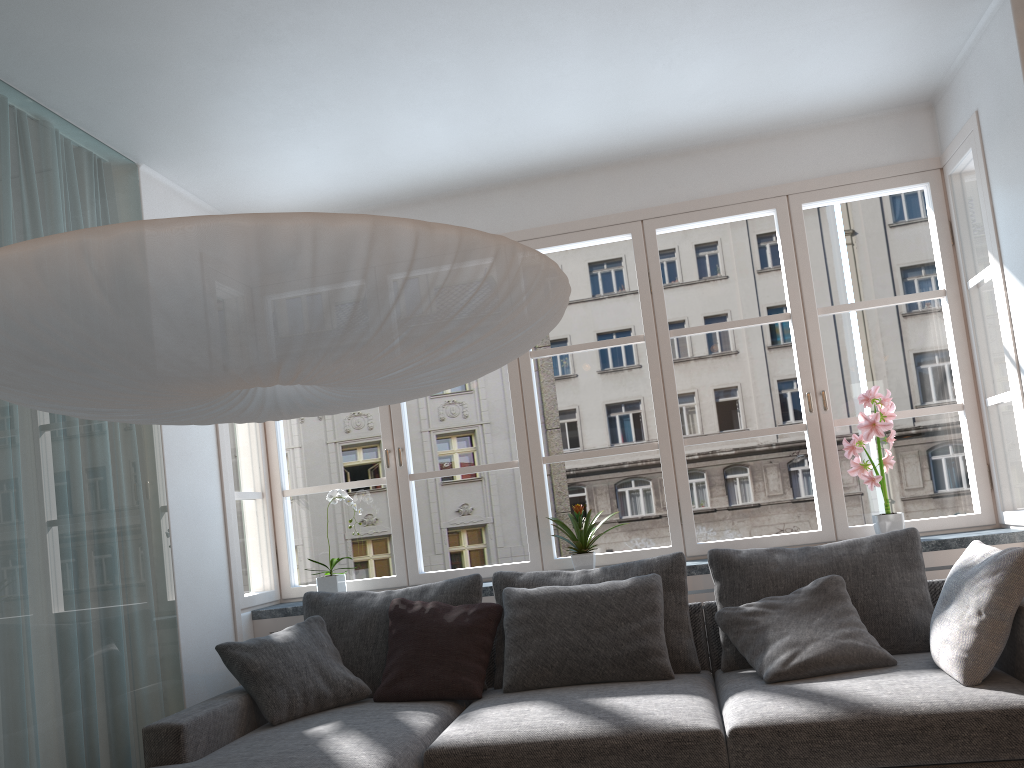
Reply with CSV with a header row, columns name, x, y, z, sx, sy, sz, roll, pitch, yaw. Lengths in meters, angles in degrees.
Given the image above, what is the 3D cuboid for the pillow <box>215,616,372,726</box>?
name,x,y,z,sx,sy,sz,roll,pitch,yaw
pillow,-0.873,1.140,3.548,0.514,0.357,0.349,0,-9,-40

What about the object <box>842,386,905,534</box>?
name,x,y,z,sx,sy,sz,roll,pitch,yaw
object,1.611,0.357,3.912,0.200,0.686,0.300,-6,-5,-11

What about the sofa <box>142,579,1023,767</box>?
name,x,y,z,sx,sy,sz,roll,pitch,yaw
sofa,0.250,1.168,2.757,3.072,0.667,2.053,-8,-8,10

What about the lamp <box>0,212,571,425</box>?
name,x,y,z,sx,sy,sz,roll,pitch,yaw
lamp,-0.580,-0.056,2.127,1.469,0.208,1.483,1,-12,-43

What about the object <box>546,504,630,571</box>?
name,x,y,z,sx,sy,sz,roll,pitch,yaw
object,0.351,0.718,4.119,0.375,0.326,0.325,-5,-7,-15

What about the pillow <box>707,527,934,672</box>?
name,x,y,z,sx,sy,sz,roll,pitch,yaw
pillow,1.214,0.848,3.477,0.838,0.474,0.276,-8,-6,10

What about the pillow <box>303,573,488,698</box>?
name,x,y,z,sx,sy,sz,roll,pitch,yaw
pillow,-0.527,1.099,3.793,0.837,0.475,0.276,-8,-6,10

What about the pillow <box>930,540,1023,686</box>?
name,x,y,z,sx,sy,sz,roll,pitch,yaw
pillow,1.528,0.750,2.953,0.287,0.411,0.497,-8,-7,9

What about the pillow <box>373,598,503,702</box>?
name,x,y,z,sx,sy,sz,roll,pitch,yaw
pillow,-0.304,1.067,3.592,0.522,0.400,0.312,-8,-6,12

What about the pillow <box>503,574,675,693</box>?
name,x,y,z,sx,sy,sz,roll,pitch,yaw
pillow,0.287,0.986,3.510,0.668,0.395,0.294,-8,-6,10

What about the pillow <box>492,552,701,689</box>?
name,x,y,z,sx,sy,sz,roll,pitch,yaw
pillow,0.324,0.976,3.649,0.841,0.472,0.278,-8,-6,10

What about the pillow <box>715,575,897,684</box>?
name,x,y,z,sx,sy,sz,roll,pitch,yaw
pillow,1.059,0.893,3.258,0.491,0.319,0.448,-6,-7,-8
